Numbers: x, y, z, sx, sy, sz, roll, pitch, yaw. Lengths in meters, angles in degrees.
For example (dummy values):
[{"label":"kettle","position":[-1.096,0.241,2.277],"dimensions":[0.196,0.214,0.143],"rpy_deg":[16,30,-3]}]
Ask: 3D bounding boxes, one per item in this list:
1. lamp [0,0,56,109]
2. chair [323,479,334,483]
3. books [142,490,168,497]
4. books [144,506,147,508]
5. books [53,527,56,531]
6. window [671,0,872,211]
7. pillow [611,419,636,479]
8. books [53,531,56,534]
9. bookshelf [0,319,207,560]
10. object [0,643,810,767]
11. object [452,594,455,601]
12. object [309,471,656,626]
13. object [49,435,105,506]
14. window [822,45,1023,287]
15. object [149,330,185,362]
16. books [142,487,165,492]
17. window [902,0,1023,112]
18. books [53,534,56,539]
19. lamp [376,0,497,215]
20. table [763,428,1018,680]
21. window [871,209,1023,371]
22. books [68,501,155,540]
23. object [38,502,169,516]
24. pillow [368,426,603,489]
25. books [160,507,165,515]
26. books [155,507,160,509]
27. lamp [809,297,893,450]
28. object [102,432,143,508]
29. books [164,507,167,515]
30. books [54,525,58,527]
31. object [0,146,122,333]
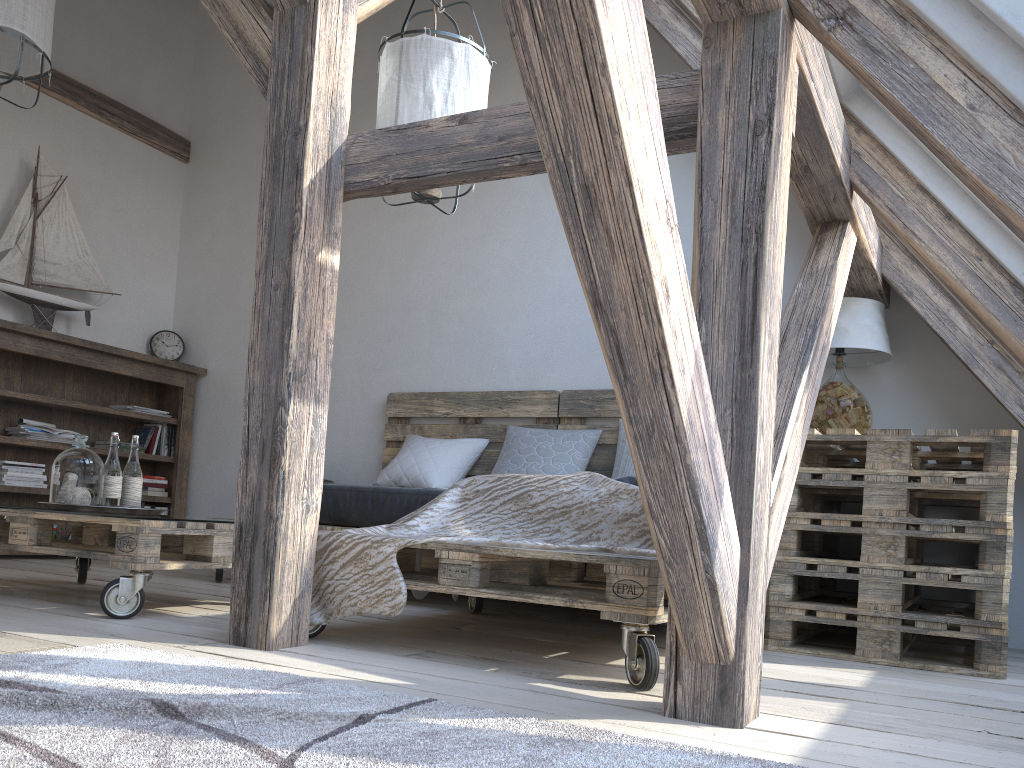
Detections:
[{"label":"lamp","position":[-1.813,-1.562,3.100],"dimensions":[0.401,1.075,0.408],"rpy_deg":[5,-3,-21]},{"label":"chair","position":[-1.148,0.763,4.728],"dimensions":[0.353,0.516,0.357],"rpy_deg":[1,-5,32]},{"label":"books","position":[-2.196,0.650,5.245],"dimensions":[0.218,0.030,0.164],"rpy_deg":[0,-10,21]},{"label":"books","position":[-2.220,0.828,5.191],"dimensions":[0.157,0.218,0.017],"rpy_deg":[1,-3,28]},{"label":"books","position":[-2.548,0.753,4.624],"dimensions":[0.157,0.021,0.227],"rpy_deg":[-1,-10,28]},{"label":"window","position":[0.806,-1.346,3.174],"dimensions":[1.095,1.267,0.864],"rpy_deg":[1,-5,28]},{"label":"pillow","position":[0.822,0.324,3.711],"dimensions":[0.969,0.395,0.390],"rpy_deg":[-4,-10,44]},{"label":"books","position":[-2.549,0.774,4.623],"dimensions":[0.157,0.021,0.227],"rpy_deg":[0,-10,24]},{"label":"bookshelf","position":[-2.439,0.354,4.740],"dimensions":[0.347,1.164,1.643],"rpy_deg":[2,-7,28]},{"label":"object","position":[-0.697,0.284,0.131],"dimensions":[2.185,0.056,3.227],"rpy_deg":[-1,-10,28]},{"label":"object","position":[-0.016,0.659,3.158],"dimensions":[0.504,0.274,0.717],"rpy_deg":[2,-8,13]},{"label":"object","position":[-0.131,0.440,2.357],"dimensions":[1.016,0.469,0.814],"rpy_deg":[9,-9,-32]},{"label":"object","position":[-1.416,0.288,2.875],"dimensions":[0.156,0.245,0.157],"rpy_deg":[4,-4,-3]},{"label":"window","position":[1.176,-0.344,1.853],"dimensions":[1.095,1.267,0.864],"rpy_deg":[1,-5,28]},{"label":"object","position":[-2.135,-0.228,5.445],"dimensions":[0.206,0.208,0.082],"rpy_deg":[6,-4,-26]},{"label":"books","position":[-2.202,0.623,5.243],"dimensions":[0.204,0.021,0.152],"rpy_deg":[1,-9,17]},{"label":"window","position":[0.746,-0.503,1.041],"dimensions":[1.095,1.267,0.864],"rpy_deg":[1,-5,28]},{"label":"books","position":[-2.553,0.802,4.621],"dimensions":[0.173,0.038,0.226],"rpy_deg":[-1,-10,28]},{"label":"lamp","position":[-0.256,-1.391,3.115],"dimensions":[0.409,1.506,0.401],"rpy_deg":[5,-3,-21]},{"label":"table","position":[1.336,0.569,3.058],"dimensions":[0.674,0.695,1.029],"rpy_deg":[1,-7,28]},{"label":"window","position":[1.606,-0.184,2.664],"dimensions":[1.095,1.267,0.864],"rpy_deg":[1,-5,28]},{"label":"books","position":[-2.305,0.792,5.088],"dimensions":[0.201,0.246,0.416],"rpy_deg":[1,-8,28]},{"label":"object","position":[-1.351,0.415,2.918],"dimensions":[0.398,0.021,0.396],"rpy_deg":[12,-12,-41]},{"label":"pillow","position":[-0.163,0.352,4.199],"dimensions":[1.128,0.352,0.355],"rpy_deg":[-1,-7,28]},{"label":"books","position":[-2.163,0.850,5.304],"dimensions":[0.157,0.218,0.021],"rpy_deg":[1,-3,28]},{"label":"books","position":[-2.189,0.846,5.292],"dimensions":[0.157,0.218,0.021],"rpy_deg":[1,-3,28]},{"label":"lamp","position":[1.314,0.371,3.666],"dimensions":[0.389,1.274,0.831],"rpy_deg":[3,-4,14]},{"label":"object","position":[-1.338,0.305,3.021],"dimensions":[0.071,0.266,0.155],"rpy_deg":[2,-4,28]},{"label":"books","position":[-2.148,0.854,5.328],"dimensions":[0.157,0.219,0.036],"rpy_deg":[1,-3,28]},{"label":"books","position":[-2.555,0.738,4.639],"dimensions":[0.173,0.013,0.232],"rpy_deg":[-2,-11,31]},{"label":"object","position":[-2.435,-0.735,4.705],"dimensions":[0.140,0.984,0.798],"rpy_deg":[2,-5,33]}]
